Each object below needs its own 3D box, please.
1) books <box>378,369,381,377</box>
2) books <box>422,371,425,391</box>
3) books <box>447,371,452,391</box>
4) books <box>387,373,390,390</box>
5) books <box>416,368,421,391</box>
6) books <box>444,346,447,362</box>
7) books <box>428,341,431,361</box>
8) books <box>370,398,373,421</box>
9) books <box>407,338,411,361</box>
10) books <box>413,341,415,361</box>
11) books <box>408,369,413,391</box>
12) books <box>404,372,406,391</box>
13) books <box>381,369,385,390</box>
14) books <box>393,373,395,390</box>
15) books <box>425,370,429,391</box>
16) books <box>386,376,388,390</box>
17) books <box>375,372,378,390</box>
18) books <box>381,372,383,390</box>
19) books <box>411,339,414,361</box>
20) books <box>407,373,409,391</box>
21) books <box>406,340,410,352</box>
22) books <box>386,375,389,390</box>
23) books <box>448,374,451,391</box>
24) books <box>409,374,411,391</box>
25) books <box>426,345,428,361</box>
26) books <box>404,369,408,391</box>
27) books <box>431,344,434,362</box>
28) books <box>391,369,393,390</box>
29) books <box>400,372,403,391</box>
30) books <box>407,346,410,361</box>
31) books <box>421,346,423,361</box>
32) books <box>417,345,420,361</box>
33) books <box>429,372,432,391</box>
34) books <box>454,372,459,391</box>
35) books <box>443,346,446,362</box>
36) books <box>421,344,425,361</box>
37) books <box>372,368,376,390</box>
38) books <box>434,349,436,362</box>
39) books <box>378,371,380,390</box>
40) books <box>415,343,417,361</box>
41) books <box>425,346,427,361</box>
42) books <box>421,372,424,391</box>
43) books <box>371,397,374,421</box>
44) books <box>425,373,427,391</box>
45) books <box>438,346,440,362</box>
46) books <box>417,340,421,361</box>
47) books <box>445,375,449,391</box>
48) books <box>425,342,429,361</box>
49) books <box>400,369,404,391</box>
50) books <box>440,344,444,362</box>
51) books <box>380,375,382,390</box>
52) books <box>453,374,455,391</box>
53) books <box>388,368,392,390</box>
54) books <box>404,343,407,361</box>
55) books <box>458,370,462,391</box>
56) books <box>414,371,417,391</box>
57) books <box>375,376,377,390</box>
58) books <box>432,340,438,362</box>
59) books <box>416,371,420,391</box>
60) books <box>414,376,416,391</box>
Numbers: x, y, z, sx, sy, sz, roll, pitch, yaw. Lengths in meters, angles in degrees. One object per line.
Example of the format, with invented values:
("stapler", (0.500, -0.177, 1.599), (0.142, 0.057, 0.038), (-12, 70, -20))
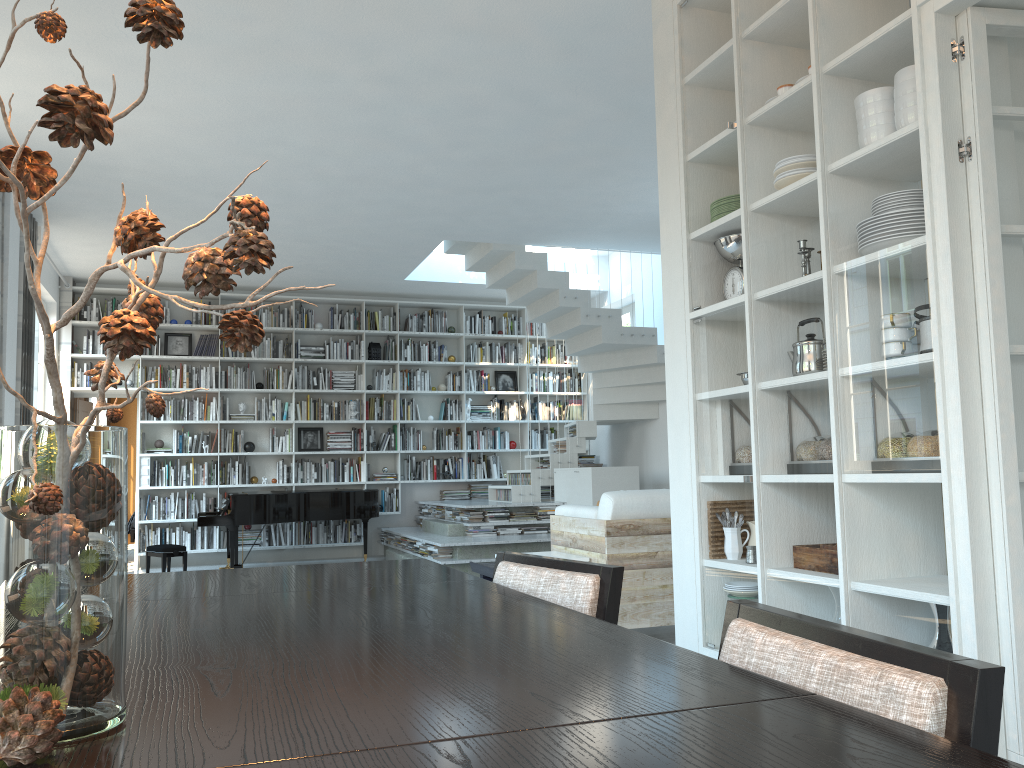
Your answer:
("books", (-1.652, -0.037, 11.010), (0.019, 0.275, 0.146), (1, -6, -19))
("books", (-1.130, -0.023, 11.199), (0.024, 0.261, 0.133), (1, -6, -19))
("books", (-0.793, -0.023, 11.298), (0.015, 0.267, 0.164), (1, -6, -19))
("books", (-1.538, -0.015, 11.041), (0.024, 0.233, 0.150), (1, -6, -19))
("books", (-1.176, -0.041, 11.179), (0.027, 0.295, 0.159), (1, -6, -19))
("books", (-0.859, -0.368, 11.329), (0.026, 0.229, 0.140), (1, -6, -19))
("books", (-1.056, -0.399, 11.260), (0.012, 0.285, 0.159), (1, -6, -19))
("books", (-1.745, 0.319, 10.943), (0.035, 0.293, 0.145), (1, -6, -19))
("books", (-1.294, -0.414, 11.160), (0.014, 0.306, 0.152), (1, -6, -19))
("books", (-1.250, -0.396, 11.197), (0.012, 0.276, 0.133), (1, -6, -19))
("books", (-1.272, -0.037, 11.121), (0.014, 0.280, 0.177), (1, -6, -19))
("books", (-1.357, -0.021, 11.099), (0.014, 0.247, 0.176), (1, -6, -19))
("books", (-1.602, -0.039, 10.998), (0.028, 0.275, 0.187), (1, -6, -19))
("books", (-1.486, -0.014, 11.042), (0.028, 0.229, 0.177), (1, -6, -19))
("books", (-1.079, -0.030, 11.190), (0.024, 0.272, 0.169), (1, -6, -19))
("books", (-1.573, 0.002, 11.019), (0.027, 0.196, 0.185), (1, -6, -19))
("books", (-1.683, -0.021, 11.002), (0.024, 0.242, 0.159), (1, -6, -19))
("books", (-1.625, -0.018, 11.011), (0.023, 0.236, 0.178), (1, -6, -19))
("books", (-1.264, -0.407, 11.186), (0.021, 0.295, 0.138), (1, -6, -19))
("books", (-1.314, -0.014, 11.123), (0.013, 0.236, 0.157), (1, -6, -19))
("books", (-1.308, -0.402, 11.161), (0.011, 0.283, 0.173), (1, -6, -19))
("books", (-1.553, -0.005, 11.027), (0.029, 0.211, 0.158), (1, -6, -19))
("books", (-0.809, -0.005, 11.303), (0.012, 0.232, 0.154), (1, -6, -19))
("books", (-1.296, -0.003, 11.130), (0.026, 0.215, 0.161), (1, -6, -19))
("books", (-1.091, -0.369, 11.229), (0.011, 0.222, 0.159), (1, -6, -19))
("books", (-1.334, -0.036, 11.139), (0.014, 0.283, 0.135), (1, -6, -19))
("books", (-1.029, -0.377, 11.247), (0.030, 0.237, 0.186), (1, -6, -19))
("books", (-1.507, -0.037, 11.054), (0.025, 0.277, 0.173), (1, -6, -19))
("books", (-1.398, -0.017, 11.107), (0.030, 0.242, 0.138), (1, -6, -19))
("books", (-1.319, -0.367, 11.135), (0.026, 0.207, 0.181), (1, -6, -19))
("books", (-1.153, -0.366, 11.220), (0.025, 0.216, 0.144), (1, -6, -19))
("books", (-1.191, -0.369, 11.213), (0.028, 0.223, 0.142), (1, -6, -19))
("books", (-1.050, -0.018, 11.224), (0.034, 0.254, 0.161), (1, -6, -19))
("books", (-0.712, -0.017, 11.322), (0.016, 0.256, 0.176), (1, -6, -19))
("books", (-0.887, -0.364, 11.299), (0.048, 0.216, 0.182), (1, -6, -19))
("books", (-1.127, -0.377, 11.218), (0.023, 0.236, 0.149), (1, -6, -19))
("books", (-1.714, -0.042, 10.994), (0.018, 0.285, 0.159), (1, -6, -19))
("books", (-1.003, -0.348, 11.258), (0.027, 0.181, 0.176), (1, -6, -19))
("books", (-1.665, -0.024, 11.003), (0.028, 0.249, 0.164), (1, -6, -19))
("books", (-1.223, -0.381, 11.179), (0.027, 0.241, 0.160), (1, -6, -19))
("books", (-1.101, -0.364, 11.210), (0.021, 0.209, 0.181), (1, -6, -19))
("books", (-1.147, -0.017, 11.171), (0.025, 0.244, 0.183), (1, -6, -19))
("books", (-1.728, 0.318, 10.933), (0.035, 0.293, 0.145), (1, -6, -19))
("books", (-1.104, -0.010, 11.192), (0.021, 0.232, 0.183), (1, -6, -19))
("books", (-0.949, -0.363, 11.280), (0.030, 0.212, 0.157), (1, -6, -19))
("books", (-1.172, -0.400, 11.219), (0.013, 0.284, 0.154), (1, -6, -19))
("books", (-0.829, 0.002, 11.302), (0.015, 0.220, 0.140), (1, -6, -19))
("books", (-1.081, -0.390, 11.236), (0.012, 0.264, 0.156), (1, -6, -19))
("books", (-1.376, -0.035, 11.111), (0.014, 0.278, 0.154), (1, -6, -19))
("books", (-0.906, -0.374, 11.284), (0.054, 0.235, 0.171), (1, -6, -19))
("books", (-1.640, -0.003, 11.010), (0.023, 0.207, 0.171), (1, -6, -19))
("books", (-0.756, -0.002, 11.322), (0.016, 0.228, 0.160), (1, -6, -19))
("books", (-1.523, -0.045, 11.051), (0.028, 0.293, 0.154), (1, -6, -19))
("books", (-1.350, -0.383, 11.146), (0.026, 0.243, 0.148), (1, -6, -19))
("books", (-0.666, -0.028, 11.335), (0.005, 0.277, 0.182), (1, -6, -19))
("books", (-1.222, -0.023, 11.160), (0.011, 0.256, 0.131), (1, -6, -19))
("books", (-1.694, 0.006, 10.973), (0.028, 0.185, 0.181), (1, -6, -19))
("books", (-0.973, -0.400, 11.260), (0.029, 0.285, 0.183), (1, -6, -19))
("books", (-1.194, -0.028, 11.144), (0.030, 0.263, 0.182), (1, -6, -19))
("books", (-1.236, 0.008, 11.145), (0.025, 0.194, 0.171), (1, -6, -19))
